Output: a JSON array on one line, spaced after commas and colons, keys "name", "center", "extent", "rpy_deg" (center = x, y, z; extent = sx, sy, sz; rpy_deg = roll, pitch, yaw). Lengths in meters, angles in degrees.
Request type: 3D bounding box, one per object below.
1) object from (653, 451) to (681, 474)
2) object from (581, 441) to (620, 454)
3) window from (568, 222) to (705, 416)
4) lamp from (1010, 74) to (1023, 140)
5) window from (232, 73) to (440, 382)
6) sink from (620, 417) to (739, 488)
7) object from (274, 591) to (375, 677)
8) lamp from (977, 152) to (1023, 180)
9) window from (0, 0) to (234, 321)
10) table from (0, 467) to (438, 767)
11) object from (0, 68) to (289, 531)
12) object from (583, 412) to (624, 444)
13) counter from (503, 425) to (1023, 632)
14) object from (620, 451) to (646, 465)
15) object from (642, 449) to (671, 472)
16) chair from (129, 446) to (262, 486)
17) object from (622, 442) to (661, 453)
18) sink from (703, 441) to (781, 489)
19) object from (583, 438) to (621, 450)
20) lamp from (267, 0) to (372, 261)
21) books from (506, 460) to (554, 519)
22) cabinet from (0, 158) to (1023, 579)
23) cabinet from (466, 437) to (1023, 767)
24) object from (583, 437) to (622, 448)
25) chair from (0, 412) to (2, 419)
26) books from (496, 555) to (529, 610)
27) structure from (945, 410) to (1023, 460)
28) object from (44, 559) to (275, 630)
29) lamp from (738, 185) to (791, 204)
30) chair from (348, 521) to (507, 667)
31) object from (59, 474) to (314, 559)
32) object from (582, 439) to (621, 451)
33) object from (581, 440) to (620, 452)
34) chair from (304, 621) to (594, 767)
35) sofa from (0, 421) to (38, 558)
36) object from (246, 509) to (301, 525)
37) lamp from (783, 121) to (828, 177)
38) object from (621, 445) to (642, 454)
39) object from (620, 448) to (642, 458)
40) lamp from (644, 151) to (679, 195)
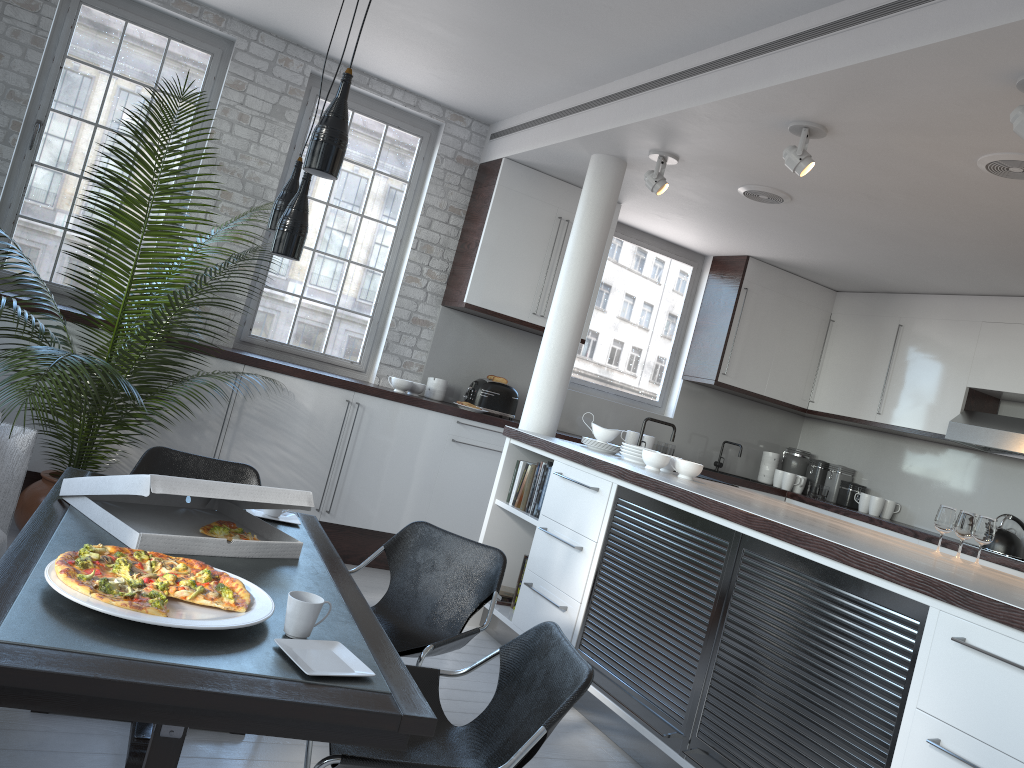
[{"name": "object", "center": [0.858, 0.440, 4.898], "extent": [0.156, 0.093, 0.157], "rpy_deg": [16, -1, -41]}, {"name": "object", "center": [0.543, 0.395, 5.370], "extent": [0.260, 0.028, 0.263], "rpy_deg": [15, -1, -38]}, {"name": "window", "center": [0.963, -0.576, 7.506], "extent": [1.292, 1.460, 0.133], "rpy_deg": [16, -3, -27]}, {"name": "lamp", "center": [1.911, -0.984, 3.221], "extent": [0.182, 0.239, 0.183], "rpy_deg": [16, -2, -23]}, {"name": "window", "center": [-2.760, -1.805, 10.607], "extent": [8.099, 6.079, 9.176], "rpy_deg": [16, -1, -27]}, {"name": "sink", "center": [0.992, 0.514, 5.503], "extent": [0.645, 0.520, 0.548], "rpy_deg": [16, -2, -27]}, {"name": "object", "center": [-0.449, 0.582, 2.071], "extent": [0.175, 0.097, 0.303], "rpy_deg": [16, -1, -37]}, {"name": "lamp", "center": [2.302, -0.988, 4.043], "extent": [0.327, 0.025, 0.329], "rpy_deg": [15, 0, -22]}, {"name": "window", "center": [-2.562, -1.456, 5.671], "extent": [1.029, 1.994, 0.133], "rpy_deg": [16, -3, -27]}, {"name": "table", "center": [-1.009, 0.850, 2.599], "extent": [0.955, 0.704, 1.922], "rpy_deg": [15, -1, -21]}, {"name": "object", "center": [-2.287, -0.439, 4.716], "extent": [1.929, 2.626, 2.389], "rpy_deg": [14, -2, 21]}, {"name": "object", "center": [0.546, 0.283, 5.375], "extent": [0.269, 0.173, 0.130], "rpy_deg": [15, -2, 3]}, {"name": "counter", "center": [1.497, 0.683, 3.790], "extent": [1.440, 0.061, 4.214], "rpy_deg": [15, 0, -27]}, {"name": "object", "center": [0.732, 0.438, 5.122], "extent": [0.234, 0.041, 0.236], "rpy_deg": [15, -1, -31]}, {"name": "object", "center": [0.763, 0.413, 4.734], "extent": [0.156, 0.093, 0.157], "rpy_deg": [16, -1, -27]}, {"name": "chair", "center": [-1.364, 0.725, 3.673], "extent": [0.668, 0.779, 0.666], "rpy_deg": [16, -2, -22]}, {"name": "object", "center": [0.745, 0.387, 5.125], "extent": [0.236, 0.041, 0.235], "rpy_deg": [15, 0, 14]}, {"name": "sink", "center": [1.827, 0.696, 7.569], "extent": [0.912, 0.414, 0.435], "rpy_deg": [15, -1, -27]}, {"name": "object", "center": [0.548, 0.373, 5.371], "extent": [0.262, 0.028, 0.261], "rpy_deg": [15, 0, 1]}, {"name": "lamp", "center": [-0.445, -1.277, 2.701], "extent": [0.113, 1.855, 1.057], "rpy_deg": [16, -2, -20]}, {"name": "books", "center": [0.209, 0.599, 5.105], "extent": [0.252, 0.324, 0.511], "rpy_deg": [16, -1, -27]}, {"name": "cabinet", "center": [1.072, 0.229, 3.687], "extent": [7.197, 3.005, 7.324], "rpy_deg": [15, -1, -27]}, {"name": "cabinet", "center": [1.349, 1.253, 3.754], "extent": [1.494, 1.172, 4.184], "rpy_deg": [16, -1, -27]}, {"name": "object", "center": [0.550, 0.366, 5.372], "extent": [0.260, 0.028, 0.263], "rpy_deg": [15, -1, -39]}, {"name": "chair", "center": [-2.114, 0.287, 3.241], "extent": [0.220, 0.439, 0.455], "rpy_deg": [14, -2, 33]}, {"name": "books", "center": [0.088, 1.138, 5.111], "extent": [0.292, 0.324, 0.474], "rpy_deg": [16, -1, -30]}, {"name": "structure", "center": [3.624, 0.395, 6.082], "extent": [0.520, 0.250, 1.046], "rpy_deg": [15, -1, -27]}, {"name": "object", "center": [-0.844, 0.508, 2.143], "extent": [0.530, 0.042, 0.534], "rpy_deg": [15, 0, -30]}, {"name": "lamp", "center": [1.569, -1.174, 5.518], "extent": [0.330, 0.025, 0.326], "rpy_deg": [15, -1, 38]}, {"name": "chair", "center": [-0.455, 0.968, 3.422], "extent": [0.673, 0.779, 0.661], "rpy_deg": [14, -2, 28]}, {"name": "object", "center": [-1.047, 0.365, 2.888], "extent": [0.590, 0.216, 0.587], "rpy_deg": [14, -1, 42]}, {"name": "object", "center": [0.546, 0.380, 5.371], "extent": [0.261, 0.028, 0.261], "rpy_deg": [15, 0, -3]}, {"name": "object", "center": [0.545, 0.388, 5.371], "extent": [0.261, 0.028, 0.261], "rpy_deg": [15, 0, -2]}, {"name": "chair", "center": [-0.229, 1.021, 2.400], "extent": [0.663, 0.779, 0.671], "rpy_deg": [15, -2, -12]}, {"name": "sofa", "center": [-1.958, 0.556, 2.199], "extent": [0.917, 0.772, 2.663], "rpy_deg": [16, -1, -20]}, {"name": "object", "center": [-0.913, 0.465, 3.415], "extent": [0.204, 0.098, 0.176], "rpy_deg": [15, -1, -22]}, {"name": "lamp", "center": [1.394, -1.116, 4.259], "extent": [0.182, 0.239, 0.183], "rpy_deg": [16, -2, -23]}, {"name": "object", "center": [0.740, 0.404, 5.124], "extent": [0.234, 0.041, 0.236], "rpy_deg": [15, -1, -34]}, {"name": "object", "center": [0.735, 0.421, 5.123], "extent": [0.234, 0.041, 0.236], "rpy_deg": [15, -1, -28]}, {"name": "lamp", "center": [0.878, -1.247, 5.298], "extent": [0.182, 0.239, 0.183], "rpy_deg": [16, -2, -23]}]
